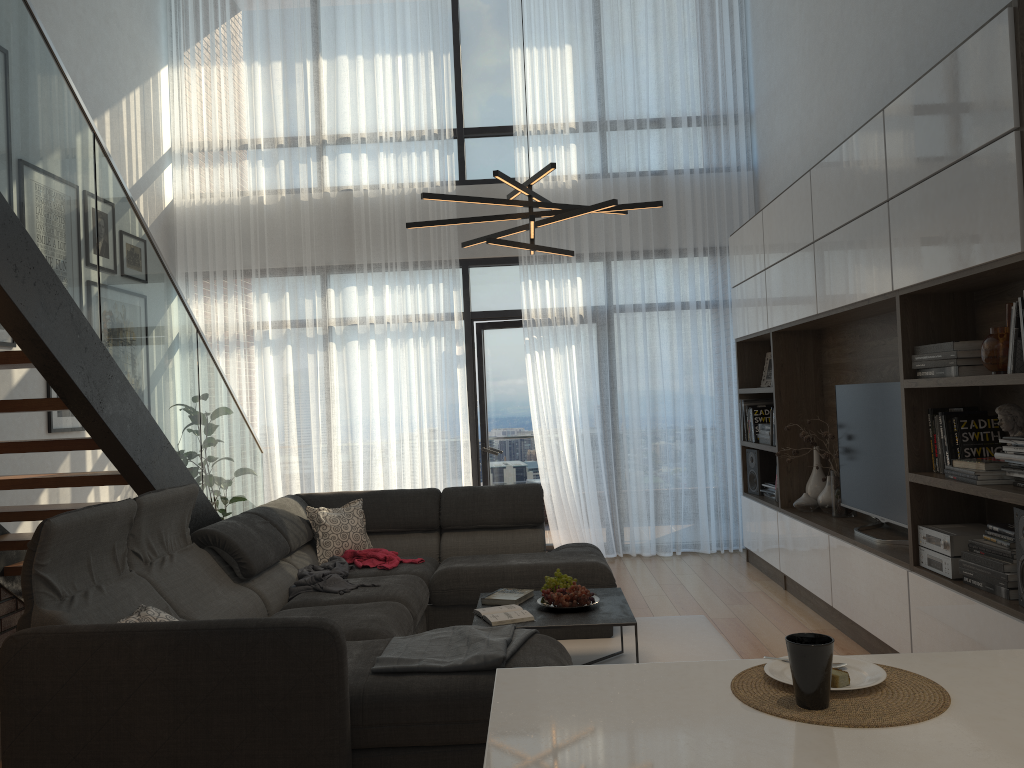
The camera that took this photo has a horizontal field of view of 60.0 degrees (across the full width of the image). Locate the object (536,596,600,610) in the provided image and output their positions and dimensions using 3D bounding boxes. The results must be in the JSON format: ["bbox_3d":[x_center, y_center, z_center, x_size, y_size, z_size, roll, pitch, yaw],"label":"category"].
[{"bbox_3d":[0.257,1.008,4.085,0.295,0.026,0.295,-2,-1,-5],"label":"object"}]

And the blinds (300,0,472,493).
[{"bbox_3d":[-1.097,-1.317,7.246,1.374,5.581,0.218,-3,-1,-1],"label":"blinds"}]

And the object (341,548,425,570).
[{"bbox_3d":[-0.799,0.990,5.062,0.536,0.077,0.323,-3,-1,35],"label":"object"}]

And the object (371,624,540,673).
[{"bbox_3d":[-0.192,1.077,3.227,0.548,0.369,0.685,-3,-1,9],"label":"object"}]

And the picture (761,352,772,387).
[{"bbox_3d":[1.963,-0.110,6.638,0.114,0.270,0.216,-2,-1,-18],"label":"picture"}]

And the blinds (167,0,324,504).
[{"bbox_3d":[-2.179,-1.270,7.244,1.223,5.581,0.218,-3,-1,-1],"label":"blinds"}]

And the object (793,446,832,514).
[{"bbox_3d":[1.939,0.592,5.530,0.313,0.397,0.313,-4,-2,43],"label":"object"}]

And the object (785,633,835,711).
[{"bbox_3d":[0.420,0.404,1.244,0.066,0.093,0.066,-2,-1,-26],"label":"object"}]

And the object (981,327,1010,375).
[{"bbox_3d":[1.774,-0.120,3.220,0.130,0.171,0.130,-3,-1,41],"label":"object"}]

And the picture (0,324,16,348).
[{"bbox_3d":[-2.822,-0.414,4.756,0.025,0.410,0.504,-3,-1,1],"label":"picture"}]

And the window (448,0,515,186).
[{"bbox_3d":[-0.470,-2.889,7.484,4.808,2.500,0.119,-3,-1,1],"label":"window"}]

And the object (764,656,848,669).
[{"bbox_3d":[0.464,0.442,1.403,0.126,0.012,0.025,-3,-1,20],"label":"object"}]

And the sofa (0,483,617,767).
[{"bbox_3d":[-0.514,0.909,4.254,2.108,0.995,3.169,-3,-1,2],"label":"sofa"}]

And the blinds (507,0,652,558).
[{"bbox_3d":[0.521,-1.392,7.129,0.858,5.579,0.589,-2,-1,-22],"label":"blinds"}]

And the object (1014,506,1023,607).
[{"bbox_3d":[1.814,0.578,2.907,0.244,0.331,0.214,-3,-1,11],"label":"object"}]

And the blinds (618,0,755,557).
[{"bbox_3d":[1.410,-1.429,7.190,1.163,5.581,0.218,-3,-1,-1],"label":"blinds"}]

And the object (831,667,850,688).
[{"bbox_3d":[0.746,0.417,1.338,0.597,0.039,0.064,-2,-1,-3],"label":"object"}]

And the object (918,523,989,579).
[{"bbox_3d":[1.822,0.671,3.568,0.270,0.174,0.285,-3,-1,1],"label":"object"}]

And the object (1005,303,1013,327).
[{"bbox_3d":[1.861,-0.168,3.332,0.081,0.265,0.082,-3,-1,23],"label":"object"}]

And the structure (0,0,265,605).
[{"bbox_3d":[-2.294,-0.043,2.917,1.289,3.460,5.660,-3,-1,1],"label":"structure"}]

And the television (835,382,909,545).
[{"bbox_3d":[1.886,0.383,4.501,0.229,0.779,1.220,-3,-1,1],"label":"television"}]

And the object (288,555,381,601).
[{"bbox_3d":[-0.993,1.017,4.654,0.411,0.118,0.905,-2,-1,-23],"label":"object"}]

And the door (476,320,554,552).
[{"bbox_3d":[0.275,0.433,7.512,1.118,1.976,0.206,-3,-1,11],"label":"door"}]

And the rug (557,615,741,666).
[{"bbox_3d":[0.304,1.354,3.938,1.606,0.013,2.496,-3,-1,1],"label":"rug"}]

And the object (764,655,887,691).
[{"bbox_3d":[0.476,0.443,1.351,0.176,0.014,0.176,-3,-1,6],"label":"object"}]

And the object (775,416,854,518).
[{"bbox_3d":[1.855,0.492,5.360,0.542,0.598,0.317,-3,-1,37],"label":"object"}]

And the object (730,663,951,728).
[{"bbox_3d":[0.478,0.451,1.308,0.304,0.002,0.304,-3,-1,33],"label":"object"}]

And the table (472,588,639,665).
[{"bbox_3d":[0.191,1.186,4.083,0.700,0.323,0.700,-3,-1,1],"label":"table"}]

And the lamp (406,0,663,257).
[{"bbox_3d":[0.015,-2.436,4.123,1.200,3.645,0.831,-3,-1,11],"label":"lamp"}]

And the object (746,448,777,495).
[{"bbox_3d":[1.898,0.647,6.598,0.244,0.331,0.214,-2,-1,-9],"label":"object"}]

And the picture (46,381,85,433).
[{"bbox_3d":[-2.784,0.047,5.532,0.025,0.504,0.410,-3,-1,1],"label":"picture"}]

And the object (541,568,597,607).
[{"bbox_3d":[0.261,0.938,4.080,0.256,0.173,0.279,-3,-1,-1],"label":"object"}]

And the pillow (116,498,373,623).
[{"bbox_3d":[-1.120,0.875,4.162,0.386,0.364,2.734,-3,-1,5],"label":"pillow"}]

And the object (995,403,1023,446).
[{"bbox_3d":[1.886,0.175,3.322,0.116,0.207,0.117,-4,-2,42],"label":"object"}]

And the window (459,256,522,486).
[{"bbox_3d":[-0.333,0.208,7.424,4.808,2.501,0.119,-3,-1,1],"label":"window"}]
